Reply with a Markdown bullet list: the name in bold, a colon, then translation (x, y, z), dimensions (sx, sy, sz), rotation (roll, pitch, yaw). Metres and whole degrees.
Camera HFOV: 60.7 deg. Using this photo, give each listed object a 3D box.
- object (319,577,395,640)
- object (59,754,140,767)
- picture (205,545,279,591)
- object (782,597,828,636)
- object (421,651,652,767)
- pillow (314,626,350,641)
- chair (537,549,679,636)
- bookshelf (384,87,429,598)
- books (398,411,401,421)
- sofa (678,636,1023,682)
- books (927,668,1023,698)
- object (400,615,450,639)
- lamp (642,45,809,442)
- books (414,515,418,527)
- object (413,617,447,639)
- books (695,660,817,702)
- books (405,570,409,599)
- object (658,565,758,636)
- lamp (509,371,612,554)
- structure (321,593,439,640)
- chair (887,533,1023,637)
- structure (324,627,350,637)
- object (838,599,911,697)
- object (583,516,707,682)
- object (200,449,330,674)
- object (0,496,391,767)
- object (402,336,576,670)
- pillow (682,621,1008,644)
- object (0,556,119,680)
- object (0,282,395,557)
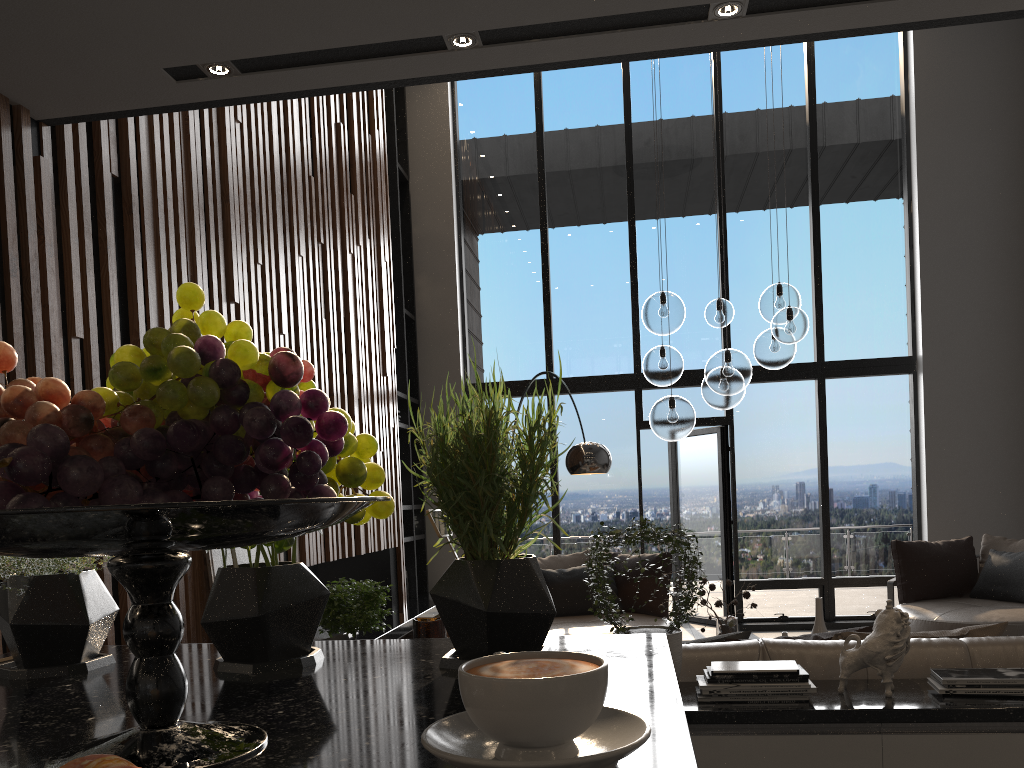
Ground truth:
- **object**: translation (-0.525, 0.836, 2.877), dimensions (0.271, 0.408, 0.311), rotation (-2, -2, -32)
- **object**: translation (-0.188, 0.214, 0.430), dimensions (0.074, 0.059, 0.060), rotation (-5, -4, 29)
- **picture**: translation (-1.242, 0.982, 4.140), dimensions (0.101, 0.998, 0.730), rotation (-2, -2, 8)
- **object**: translation (1.544, 1.332, 4.637), dimensions (0.317, 0.398, 0.319), rotation (-3, -2, 27)
- **object**: translation (0.016, 0.224, 0.593), dimensions (0.155, 0.070, 0.156), rotation (0, -7, -24)
- **pillow**: translation (-0.558, 1.261, 3.666), dimensions (1.392, 0.547, 0.761), rotation (-7, -7, 38)
- **chair**: translation (0.545, 1.752, 6.687), dimensions (1.488, 0.898, 1.445), rotation (-6, -6, 34)
- **bookshelf**: translation (-1.206, -0.670, 7.907), dimensions (0.338, 5.319, 1.454), rotation (-2, 1, 8)
- **books**: translation (-1.152, 0.301, 7.954), dimensions (0.219, 0.128, 0.324), rotation (-3, -6, 7)
- **sofa**: translation (0.500, 1.422, 3.906), dimensions (3.246, 0.818, 1.887), rotation (-3, -6, 8)
- **books**: translation (1.414, 0.894, 2.622), dimensions (0.294, 0.054, 0.184), rotation (-4, -7, 12)
- **object**: translation (-0.934, 2.092, 6.620), dimensions (0.436, 0.388, 4.061), rotation (-3, -8, 9)
- **lamp**: translation (1.069, -2.179, 4.733), dimensions (1.232, 5.001, 1.227), rotation (-2, 1, 5)
- **books**: translation (-1.053, 1.367, 8.440), dimensions (0.218, 0.190, 0.375), rotation (-3, -6, 8)
- **object**: translation (-0.263, 0.892, 2.848), dimensions (0.109, 0.268, 0.109), rotation (-2, 0, 13)
- **books**: translation (0.742, 0.916, 2.697), dimensions (0.348, 0.100, 0.195), rotation (-3, -6, 8)
- **books**: translation (-1.078, 1.854, 8.057), dimensions (0.174, 0.287, 0.334), rotation (-3, -4, 8)
- **object**: translation (1.060, 1.283, 4.851), dimensions (0.541, 0.603, 0.318), rotation (-2, -1, -21)
- **lamp**: translation (0.312, 1.069, 6.850), dimensions (0.319, 2.332, 2.044), rotation (-3, -2, -16)
- **structure**: translation (-1.271, 1.887, 5.463), dimensions (0.667, 0.456, 6.570), rotation (-3, -8, 7)
- **chair**: translation (3.583, 1.602, 6.542), dimensions (1.448, 0.898, 1.485), rotation (-5, -6, 24)
- **structure**: translation (-1.286, 1.721, 5.896), dimensions (0.299, 0.103, 0.715), rotation (-3, -7, 7)
- **object**: translation (1.103, 0.801, 2.667), dimensions (0.208, 0.290, 0.135), rotation (-3, 0, 27)
- **object**: translation (0.423, 0.698, 2.749), dimensions (0.384, 0.576, 0.216), rotation (-2, 0, -11)
- **object**: translation (-0.289, 0.177, 1.043), dimensions (0.179, 0.312, 0.172), rotation (-3, -1, 19)
- **object**: translation (-0.273, 0.188, 0.668), dimensions (0.366, 0.188, 0.370), rotation (1, -6, -28)
- **object**: translation (-0.035, 0.130, 0.986), dimensions (0.186, 0.369, 0.197), rotation (-2, 0, -37)
- **pillow**: translation (0.800, 1.156, 3.372), dimensions (1.942, 0.500, 0.544), rotation (-3, -3, 7)
- **object**: translation (-0.570, 0.205, 1.056), dimensions (0.221, 0.284, 0.211), rotation (-3, -2, 21)
- **object**: translation (-0.289, 0.021, 0.655), dimensions (0.347, 0.215, 0.321), rotation (-3, -5, 5)
